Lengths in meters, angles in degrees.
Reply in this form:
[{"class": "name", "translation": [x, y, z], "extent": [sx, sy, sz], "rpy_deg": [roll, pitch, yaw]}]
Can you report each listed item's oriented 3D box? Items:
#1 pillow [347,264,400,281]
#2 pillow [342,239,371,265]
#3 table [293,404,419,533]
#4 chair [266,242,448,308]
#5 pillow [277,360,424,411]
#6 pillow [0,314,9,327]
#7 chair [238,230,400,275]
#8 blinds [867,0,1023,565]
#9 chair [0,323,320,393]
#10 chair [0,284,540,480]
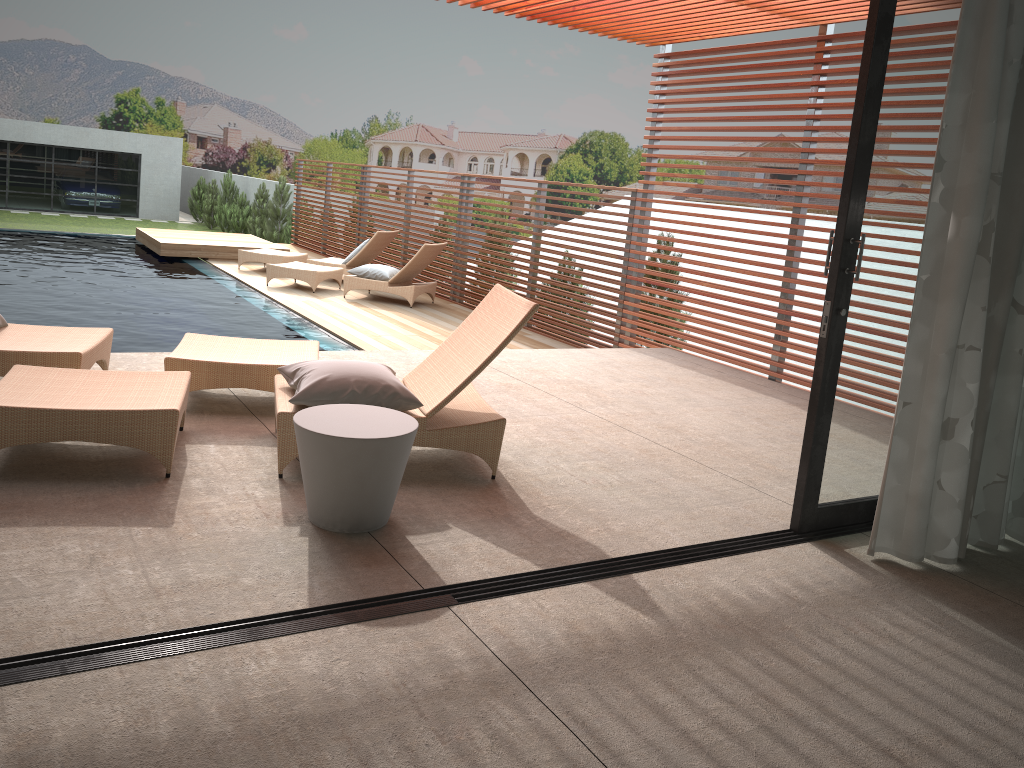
[{"class": "pillow", "translation": [-1.759, -1.465, 11.540], "extent": [0.595, 0.192, 0.602], "rpy_deg": [9, 13, 14]}, {"class": "pillow", "translation": [-2.141, -1.934, 12.881], "extent": [0.428, 0.422, 0.615], "rpy_deg": [9, 11, 16]}, {"class": "table", "translation": [-0.616, 0.330, 3.420], "extent": [0.479, 0.388, 0.477], "rpy_deg": [15, 14, 39]}, {"class": "chair", "translation": [-2.058, -1.582, 11.669], "extent": [2.302, 0.818, 0.707], "rpy_deg": [10, 11, 18]}, {"class": "pillow", "translation": [-0.768, -0.005, 4.119], "extent": [0.593, 0.192, 0.604], "rpy_deg": [1, 13, -20]}, {"class": "pillow", "translation": [-2.936, -0.461, 4.575], "extent": [0.426, 0.422, 0.618], "rpy_deg": [3, 11, -14]}, {"class": "chair", "translation": [-2.874, -1.991, 13.111], "extent": [2.302, 0.818, 0.707], "rpy_deg": [10, 11, 17]}, {"class": "blinds", "translation": [2.633, -0.754, 3.889], "extent": [2.424, 2.890, 0.226], "rpy_deg": [0, 10, -32]}, {"class": "chair", "translation": [-2.199, -0.354, 4.757], "extent": [2.291, 0.818, 0.710], "rpy_deg": [3, 10, -13]}, {"class": "chair", "translation": [-1.093, -0.081, 4.048], "extent": [2.291, 0.818, 0.710], "rpy_deg": [2, 11, -17]}]
